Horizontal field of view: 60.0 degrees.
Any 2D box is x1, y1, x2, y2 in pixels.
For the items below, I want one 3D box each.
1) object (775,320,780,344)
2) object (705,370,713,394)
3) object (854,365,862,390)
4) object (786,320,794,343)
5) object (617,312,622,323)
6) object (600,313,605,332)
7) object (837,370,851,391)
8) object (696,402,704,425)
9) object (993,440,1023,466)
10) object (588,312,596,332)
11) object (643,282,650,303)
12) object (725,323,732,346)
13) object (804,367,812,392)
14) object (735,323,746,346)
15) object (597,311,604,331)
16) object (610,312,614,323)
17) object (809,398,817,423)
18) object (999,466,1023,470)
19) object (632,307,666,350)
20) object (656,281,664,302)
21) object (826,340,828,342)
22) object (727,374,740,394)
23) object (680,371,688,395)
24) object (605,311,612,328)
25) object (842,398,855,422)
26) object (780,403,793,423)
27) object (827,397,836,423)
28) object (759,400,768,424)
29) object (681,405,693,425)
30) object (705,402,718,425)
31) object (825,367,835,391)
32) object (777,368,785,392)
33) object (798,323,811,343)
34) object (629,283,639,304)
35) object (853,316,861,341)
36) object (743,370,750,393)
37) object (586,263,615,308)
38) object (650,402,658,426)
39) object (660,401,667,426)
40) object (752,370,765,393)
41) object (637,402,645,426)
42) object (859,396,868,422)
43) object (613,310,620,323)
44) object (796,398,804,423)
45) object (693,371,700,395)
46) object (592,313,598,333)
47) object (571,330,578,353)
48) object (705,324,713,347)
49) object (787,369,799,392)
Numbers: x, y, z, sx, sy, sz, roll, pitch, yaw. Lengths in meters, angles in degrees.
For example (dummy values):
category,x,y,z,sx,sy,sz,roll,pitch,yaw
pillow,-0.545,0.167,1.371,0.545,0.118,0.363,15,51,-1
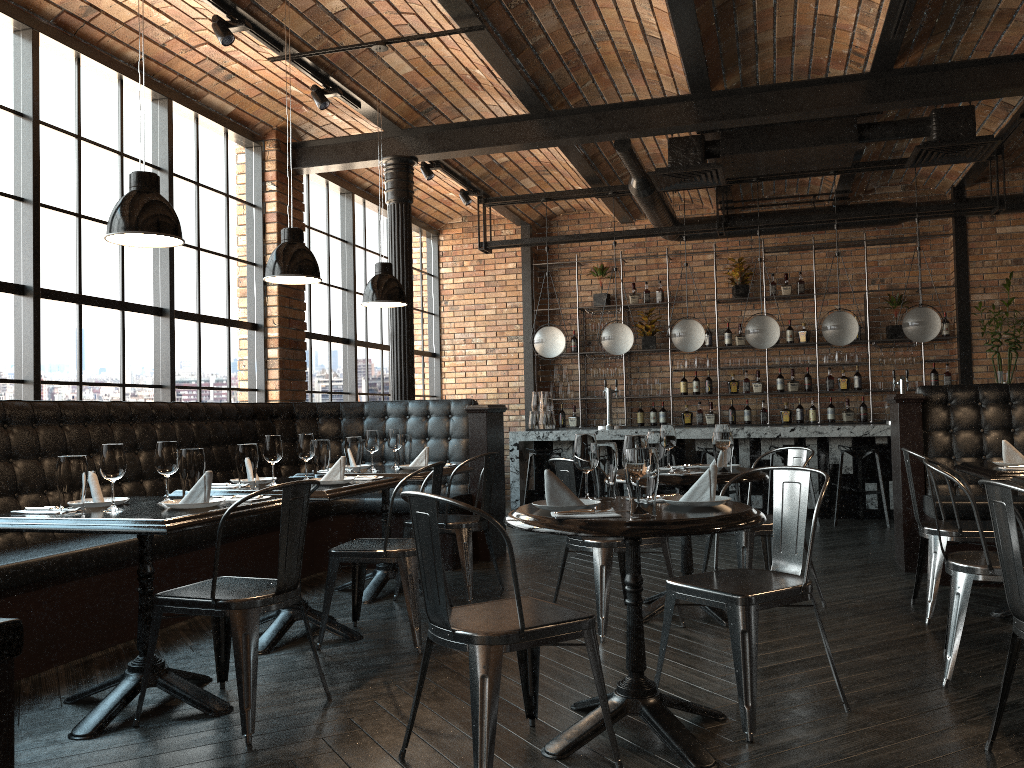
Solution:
category,x,y,z,sx,sy,sz,roll,pitch,yaw
object,3.146,-0.613,10.583,0.086,0.299,0.086,0,-2,-25
object,2.395,-0.017,10.787,0.086,0.297,0.086,0,-2,-25
object,4.023,-0.069,10.320,0.086,0.298,0.086,0,-2,-25
object,3.312,-0.617,10.563,0.086,0.298,0.086,0,-2,-25
object,1.349,-0.787,11.190,0.092,0.244,0.092,-2,-2,22
object,1.155,-0.781,11.248,0.092,0.244,0.092,-2,-2,22
object,3.872,-0.040,10.349,0.151,0.248,0.094,-2,-2,25
object,2.289,0.358,10.805,0.083,0.282,0.083,-2,-2,16
object,2.577,0.353,4.516,0.232,0.139,0.232,0,-2,-25
object,1.003,-0.782,11.120,0.092,0.244,0.092,-2,-2,22
object,1.675,-1.129,11.027,0.083,0.282,0.083,-1,-2,1
object,2.621,-0.595,10.741,0.086,0.298,0.086,0,-2,-25
object,3.493,-0.054,10.465,0.086,0.299,0.086,0,-2,-25
object,2.751,-0.589,10.681,0.123,0.279,0.123,-1,-2,5
object,1.108,-0.785,11.089,0.092,0.244,0.092,-2,-2,22
object,1.250,-0.784,11.220,0.092,0.244,0.092,-2,-2,22
object,3.542,0.310,10.437,0.080,0.299,0.080,-2,-2,19
object,2.495,0.401,4.271,0.255,0.019,0.157,-2,-2,17
object,1.699,-0.678,10.979,0.430,0.526,0.425,-2,-2,29
object,1.834,-1.134,10.981,0.083,0.282,0.083,-3,-2,31
object,3.730,-0.631,10.414,0.086,0.299,0.086,0,-2,-25
object,2.671,0.000,10.701,0.151,0.248,0.094,-1,-2,5
object,2.110,-0.007,10.874,0.086,0.299,0.086,0,-2,-25
object,1.203,-0.788,11.062,0.092,0.244,0.092,-2,-2,22
object,3.908,0.307,10.315,0.123,0.279,0.123,-1,-2,5
object,3.255,0.344,10.520,0.151,0.248,0.094,-2,-2,25
object,3.740,0.302,10.387,0.086,0.298,0.086,0,-2,-25
object,3.005,0.334,10.594,0.083,0.282,0.083,-1,-2,1
object,2.142,0.381,10.847,0.151,0.248,0.094,-1,-2,5
object,2.418,0.356,10.752,0.123,0.279,0.123,-2,-2,30
object,3.725,-0.053,10.393,0.083,0.282,0.083,-1,-2,1
object,3.196,-0.043,10.556,0.086,0.298,0.086,0,-2,-25
object,3.456,-0.597,10.487,0.094,0.248,0.151,1,-3,-45
object,1.524,-1.122,11.073,0.123,0.279,0.123,-1,-2,5
object,4.014,-0.641,10.328,0.086,0.297,0.086,0,-2,-25
object,2.819,-0.023,10.659,0.083,0.282,0.083,-2,-2,16
object,1.134,-1.245,11.217,0.377,0.554,0.422,-1,-2,4
object,1.757,0.368,10.994,0.086,0.298,0.086,0,-2,-25
object,1.864,0.364,10.938,0.086,0.298,0.086,0,-2,-25
object,2.948,-0.025,10.607,0.123,0.279,0.123,-2,-2,30
object,1.599,0.374,11.014,0.086,0.299,0.086,0,-2,-25
object,4.075,0.290,10.284,0.086,0.299,0.086,0,-2,-25
object,1.302,-0.791,11.032,0.092,0.244,0.092,-2,-2,22
object,3.406,0.315,10.491,0.086,0.298,0.086,0,-2,-25
object,2.257,-0.012,10.857,0.086,0.298,0.086,0,-2,-25
object,1.049,-0.777,11.279,0.092,0.244,0.092,-2,-2,22
object,0.793,-0.535,11.274,0.086,0.299,0.086,0,-2,-25
object,2.398,-0.586,10.813,0.086,0.298,0.086,0,-2,-25
object,3.326,-0.038,10.496,0.123,0.279,0.123,-1,-2,5
